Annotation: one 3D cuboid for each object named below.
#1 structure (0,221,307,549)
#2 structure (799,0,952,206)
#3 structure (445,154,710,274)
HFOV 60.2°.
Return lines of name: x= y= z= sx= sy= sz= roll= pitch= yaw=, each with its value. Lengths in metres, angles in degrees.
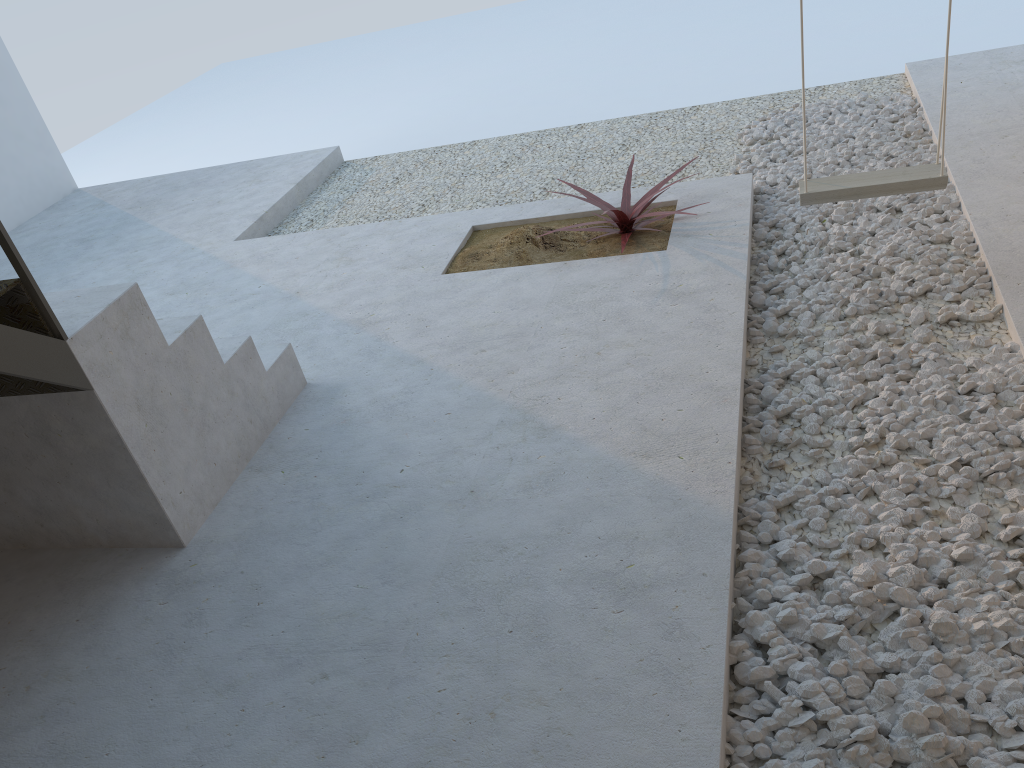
structure: x=-2.509 y=0.141 z=0.002 sx=1.159 sy=4.120 sz=6.265 roll=-2 pitch=34 yaw=18
structure: x=1.035 y=-1.434 z=2.508 sx=0.462 sy=1.947 sz=0.123 roll=-3 pitch=35 yaw=17
structure: x=0.279 y=-0.741 z=4.004 sx=1.205 sy=0.305 sz=0.714 roll=-4 pitch=34 yaw=18
